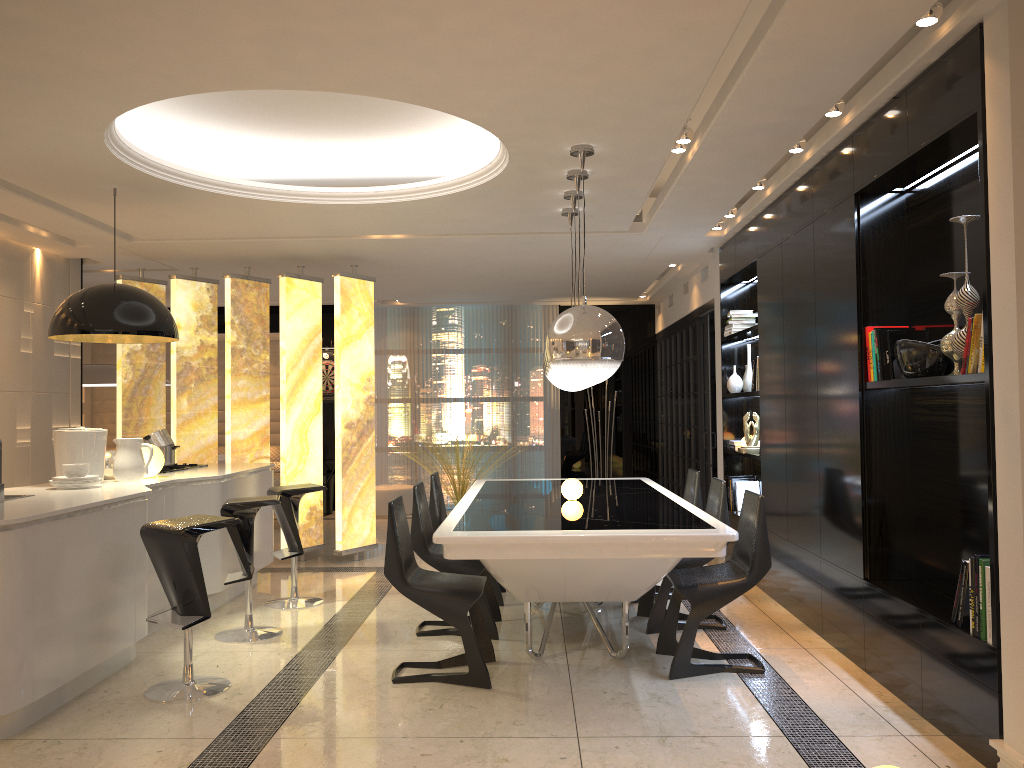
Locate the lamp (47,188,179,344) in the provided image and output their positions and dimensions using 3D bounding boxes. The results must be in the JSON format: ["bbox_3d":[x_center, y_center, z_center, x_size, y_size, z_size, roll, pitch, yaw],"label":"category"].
[{"bbox_3d":[-2.351,-0.713,5.250,0.710,0.898,0.710,-1,-2,12],"label":"lamp"}]

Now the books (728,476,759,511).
[{"bbox_3d":[1.892,0.893,7.244,0.210,0.270,0.236,-1,-2,1],"label":"books"}]

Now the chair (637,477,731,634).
[{"bbox_3d":[1.008,0.995,5.264,0.496,0.858,0.523,-1,-2,1],"label":"chair"}]

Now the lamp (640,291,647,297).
[{"bbox_3d":[1.619,-1.143,11.017,0.107,0.127,0.107,0,-2,-17],"label":"lamp"}]

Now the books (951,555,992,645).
[{"bbox_3d":[1.783,0.766,3.248,0.222,0.296,0.345,-1,-2,1],"label":"books"}]

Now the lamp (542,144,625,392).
[{"bbox_3d":[0.384,-0.583,5.250,0.408,1.226,1.827,-1,-2,1],"label":"lamp"}]

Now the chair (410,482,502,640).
[{"bbox_3d":[-0.320,1.010,5.190,0.496,0.858,0.523,-1,-2,1],"label":"chair"}]

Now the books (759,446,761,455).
[{"bbox_3d":[1.875,0.395,6.331,0.182,0.232,0.284,-1,-2,4],"label":"books"}]

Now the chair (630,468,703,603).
[{"bbox_3d":[1.027,1.018,6.070,0.496,0.858,0.523,-1,-2,1],"label":"chair"}]

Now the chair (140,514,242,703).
[{"bbox_3d":[-1.511,1.028,4.138,0.380,0.789,0.380,-2,-2,34],"label":"chair"}]

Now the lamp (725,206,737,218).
[{"bbox_3d":[1.581,-1.275,6.443,0.107,0.127,0.107,0,-2,-17],"label":"lamp"}]

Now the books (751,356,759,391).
[{"bbox_3d":[1.876,-0.072,6.542,0.207,0.256,0.245,-1,-2,0],"label":"books"}]

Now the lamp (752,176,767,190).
[{"bbox_3d":[1.562,-1.298,5.631,0.107,0.127,0.107,0,-2,-17],"label":"lamp"}]

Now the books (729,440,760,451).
[{"bbox_3d":[1.889,0.498,7.188,0.209,0.073,0.266,-1,-2,5],"label":"books"}]

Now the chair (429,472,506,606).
[{"bbox_3d":[-0.299,1.034,6.039,0.496,0.858,0.523,-1,-2,1],"label":"chair"}]

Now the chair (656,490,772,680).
[{"bbox_3d":[0.987,0.971,4.416,0.496,0.858,0.523,-1,-2,1],"label":"chair"}]

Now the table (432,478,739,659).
[{"bbox_3d":[0.347,1.050,5.179,1.293,0.759,3.031,-1,-2,1],"label":"table"}]

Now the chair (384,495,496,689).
[{"bbox_3d":[-0.340,0.985,4.324,0.496,0.858,0.523,-1,-2,1],"label":"chair"}]

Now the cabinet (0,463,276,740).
[{"bbox_3d":[-2.389,1.021,5.171,1.046,0.887,3.752,-1,-2,1],"label":"cabinet"}]

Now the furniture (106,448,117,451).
[{"bbox_3d":[-5.415,1.299,12.152,1.312,0.810,1.107,-1,-2,1],"label":"furniture"}]

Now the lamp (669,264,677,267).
[{"bbox_3d":[1.562,-1.211,8.650,0.107,0.127,0.107,0,-2,-17],"label":"lamp"}]

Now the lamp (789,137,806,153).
[{"bbox_3d":[1.542,-1.321,4.818,0.107,0.127,0.107,0,-2,-17],"label":"lamp"}]

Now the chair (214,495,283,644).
[{"bbox_3d":[-1.527,1.057,5.141,0.380,0.789,0.380,0,-2,-16],"label":"chair"}]

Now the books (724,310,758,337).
[{"bbox_3d":[1.868,-0.492,7.225,0.259,0.188,0.302,-1,-2,8],"label":"books"}]

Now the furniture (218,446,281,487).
[{"bbox_3d":[-3.508,1.273,12.107,1.312,0.810,1.107,-1,-2,1],"label":"furniture"}]

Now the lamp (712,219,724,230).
[{"bbox_3d":[1.592,-1.262,6.892,0.107,0.127,0.107,0,-2,-17],"label":"lamp"}]

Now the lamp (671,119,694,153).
[{"bbox_3d":[0.897,-1.316,4.708,0.107,0.127,0.271,-1,-2,1],"label":"lamp"}]

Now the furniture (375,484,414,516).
[{"bbox_3d":[-1.559,1.445,11.101,0.735,0.357,0.735,-1,-2,3],"label":"furniture"}]

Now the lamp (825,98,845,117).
[{"bbox_3d":[1.528,-1.338,4.222,0.107,0.127,0.107,0,-2,-17],"label":"lamp"}]

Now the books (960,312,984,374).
[{"bbox_3d":[1.784,-0.156,3.244,0.189,0.238,0.290,-1,-2,0],"label":"books"}]

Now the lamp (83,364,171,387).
[{"bbox_3d":[-4.553,-0.481,9.705,1.578,0.995,0.939,-1,-2,2],"label":"lamp"}]

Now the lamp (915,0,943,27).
[{"bbox_3d":[1.504,-1.367,3.218,0.107,0.127,0.107,0,-2,-17],"label":"lamp"}]

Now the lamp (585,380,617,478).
[{"bbox_3d":[1.122,0.694,11.210,0.418,1.801,0.200,-1,-2,1],"label":"lamp"}]

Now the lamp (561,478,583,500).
[{"bbox_3d":[0.346,0.605,5.098,0.125,0.125,0.125,1,-2,-38],"label":"lamp"}]

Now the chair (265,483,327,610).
[{"bbox_3d":[-1.467,1.081,5.973,0.380,0.789,0.380,0,-2,-31],"label":"chair"}]

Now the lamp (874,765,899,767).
[{"bbox_3d":[1.118,1.239,2.610,0.212,0.214,0.213,-2,-2,41],"label":"lamp"}]
